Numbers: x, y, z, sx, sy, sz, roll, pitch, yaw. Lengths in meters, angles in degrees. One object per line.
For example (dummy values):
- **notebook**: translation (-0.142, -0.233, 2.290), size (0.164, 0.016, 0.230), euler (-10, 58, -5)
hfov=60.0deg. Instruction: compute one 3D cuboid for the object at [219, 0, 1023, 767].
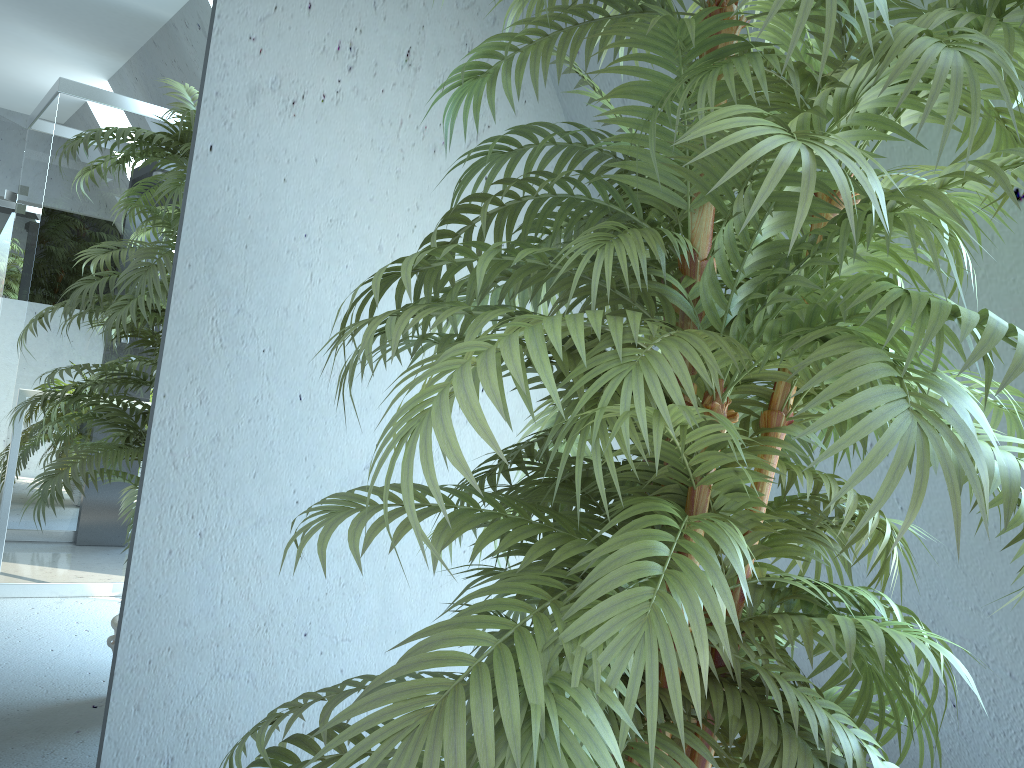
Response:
- **object**: translation (0.213, 0.191, 1.083), size (0.980, 2.034, 1.020), euler (9, 0, 14)
